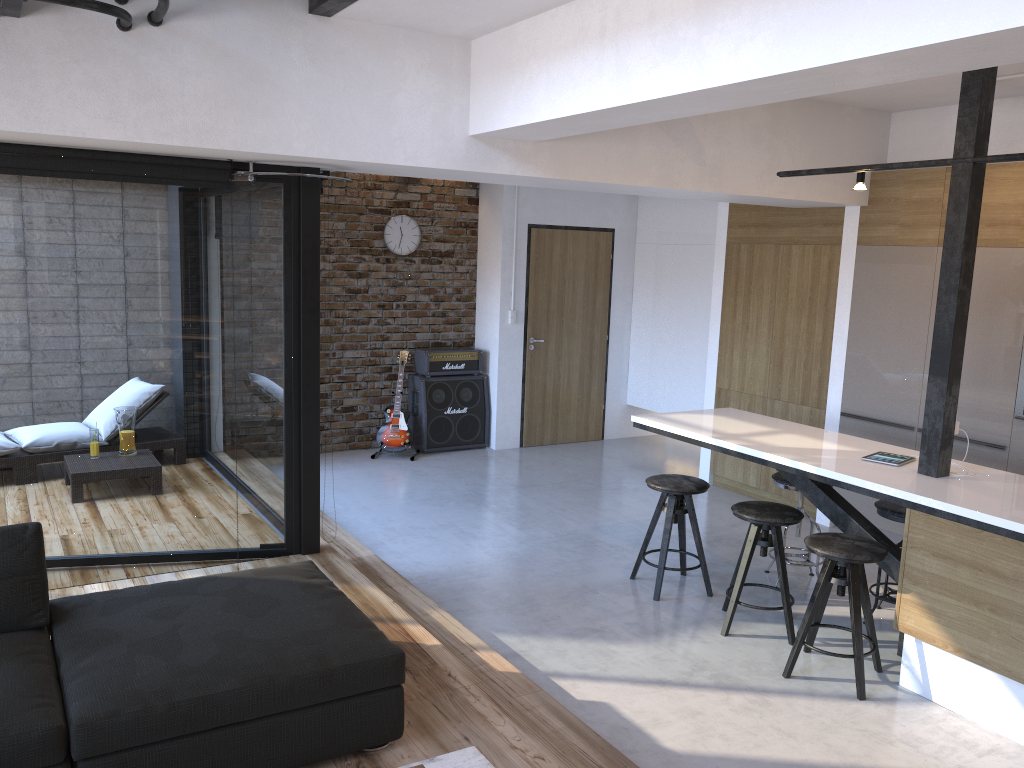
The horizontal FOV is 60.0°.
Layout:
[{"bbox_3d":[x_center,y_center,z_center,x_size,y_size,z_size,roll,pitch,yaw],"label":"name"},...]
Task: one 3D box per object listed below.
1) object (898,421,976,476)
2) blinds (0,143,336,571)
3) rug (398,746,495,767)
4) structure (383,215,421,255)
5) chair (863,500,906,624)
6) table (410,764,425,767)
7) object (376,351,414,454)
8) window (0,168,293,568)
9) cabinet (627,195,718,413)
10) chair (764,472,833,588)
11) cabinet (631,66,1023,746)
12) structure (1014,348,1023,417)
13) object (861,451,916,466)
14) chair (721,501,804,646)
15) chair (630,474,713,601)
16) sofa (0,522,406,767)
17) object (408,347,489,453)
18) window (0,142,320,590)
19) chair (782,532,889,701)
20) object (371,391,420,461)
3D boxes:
[{"bbox_3d":[2.093,0.276,4.312,0.214,0.247,0.416,0,9,-10],"label":"object"},{"bbox_3d":[-1.883,-0.157,4.942,1.828,2.057,3.852,4,9,13],"label":"blinds"},{"bbox_3d":[-0.619,1.393,1.777,2.112,0.003,1.633,-3,10,-31],"label":"rug"},{"bbox_3d":[-1.005,-1.357,8.084,0.360,0.361,0.040,-3,11,-31],"label":"structure"},{"bbox_3d":[2.059,0.947,4.648,0.357,0.637,0.357,9,11,37],"label":"chair"},{"bbox_3d":[-0.642,1.222,1.725,1.298,0.351,0.696,-3,10,-30],"label":"table"},{"bbox_3d":[-1.027,0.158,8.088,0.330,0.875,0.523,3,9,3],"label":"object"},{"bbox_3d":[-2.338,-0.072,4.368,2.448,2.055,0.100,0,10,-14],"label":"window"},{"bbox_3d":[1.666,-0.714,8.276,0.020,2.122,1.706,-4,11,-31],"label":"cabinet"},{"bbox_3d":[1.680,0.853,5.190,0.358,0.637,0.355,4,9,14],"label":"chair"},{"bbox_3d":[3.473,0.114,2.998,2.472,2.879,9.097,-3,10,-31],"label":"cabinet"},{"bbox_3d":[3.254,0.020,4.981,0.396,0.398,0.595,-3,10,-31],"label":"structure"},{"bbox_3d":[1.875,0.373,4.413,0.187,0.013,0.240,10,12,43],"label":"object"},{"bbox_3d":[1.278,0.941,4.528,0.365,0.632,0.365,4,9,14],"label":"chair"},{"bbox_3d":[0.920,0.853,5.035,0.366,0.632,0.366,-1,9,-16],"label":"chair"},{"bbox_3d":[-1.362,1.018,1.748,2.997,0.702,3.038,-3,10,-31],"label":"sofa"},{"bbox_3d":[-0.593,0.135,8.386,0.696,0.939,0.357,-3,11,-31],"label":"object"},{"bbox_3d":[-0.755,-1.033,0.470,5.661,5.581,13.371,-3,10,-31],"label":"window"},{"bbox_3d":[1.486,1.023,4.028,0.366,0.632,0.366,8,11,34],"label":"chair"},{"bbox_3d":[-1.044,0.363,7.996,0.389,0.589,0.330,3,9,3],"label":"object"}]
